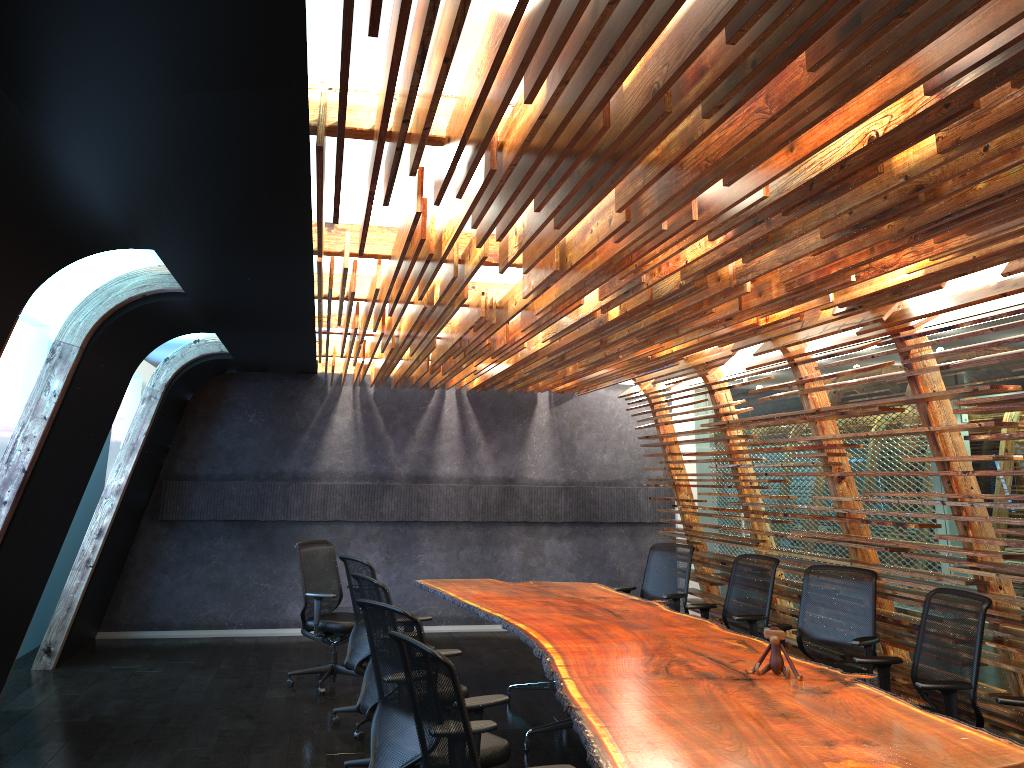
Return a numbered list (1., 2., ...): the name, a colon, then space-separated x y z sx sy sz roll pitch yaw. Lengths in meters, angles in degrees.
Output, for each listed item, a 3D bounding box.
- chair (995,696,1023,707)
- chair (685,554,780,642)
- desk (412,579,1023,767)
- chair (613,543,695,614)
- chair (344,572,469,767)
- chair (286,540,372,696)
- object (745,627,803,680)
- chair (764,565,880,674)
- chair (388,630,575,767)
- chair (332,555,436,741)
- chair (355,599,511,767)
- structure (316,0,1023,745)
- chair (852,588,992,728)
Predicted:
1. chair: 2.448 1.699 3.918 0.795 1.269 0.794 -2 -12 13
2. chair: 1.726 2.033 7.083 0.792 1.269 0.797 5 -13 -21
3. desk: 0.662 2.088 5.828 2.033 0.836 6.521 2 -7 -12
4. chair: 1.293 2.155 8.258 0.787 1.269 0.803 9 -15 -36
5. chair: -0.595 1.825 5.482 0.790 1.269 0.799 7 -13 -27
6. chair: -1.567 2.087 8.018 0.793 1.269 0.796 -4 -13 22
7. object: 1.414 1.439 4.721 0.305 0.251 0.125 -5 -13 30
8. chair: 2.153 1.931 6.081 0.785 1.269 0.805 11 -16 -40
9. chair: -0.054 1.601 3.351 0.790 1.269 0.799 7 -13 -27
10. chair: -0.911 1.957 6.741 0.788 1.269 0.801 8 -14 -31
11. chair: -0.344 1.703 4.332 0.786 1.269 0.803 10 -15 -36
12. structure: 0.960 0.814 5.702 4.520 3.061 11.233 3 -7 -12
13. chair: 2.227 1.801 4.881 0.796 1.269 0.793 2 -12 -6
